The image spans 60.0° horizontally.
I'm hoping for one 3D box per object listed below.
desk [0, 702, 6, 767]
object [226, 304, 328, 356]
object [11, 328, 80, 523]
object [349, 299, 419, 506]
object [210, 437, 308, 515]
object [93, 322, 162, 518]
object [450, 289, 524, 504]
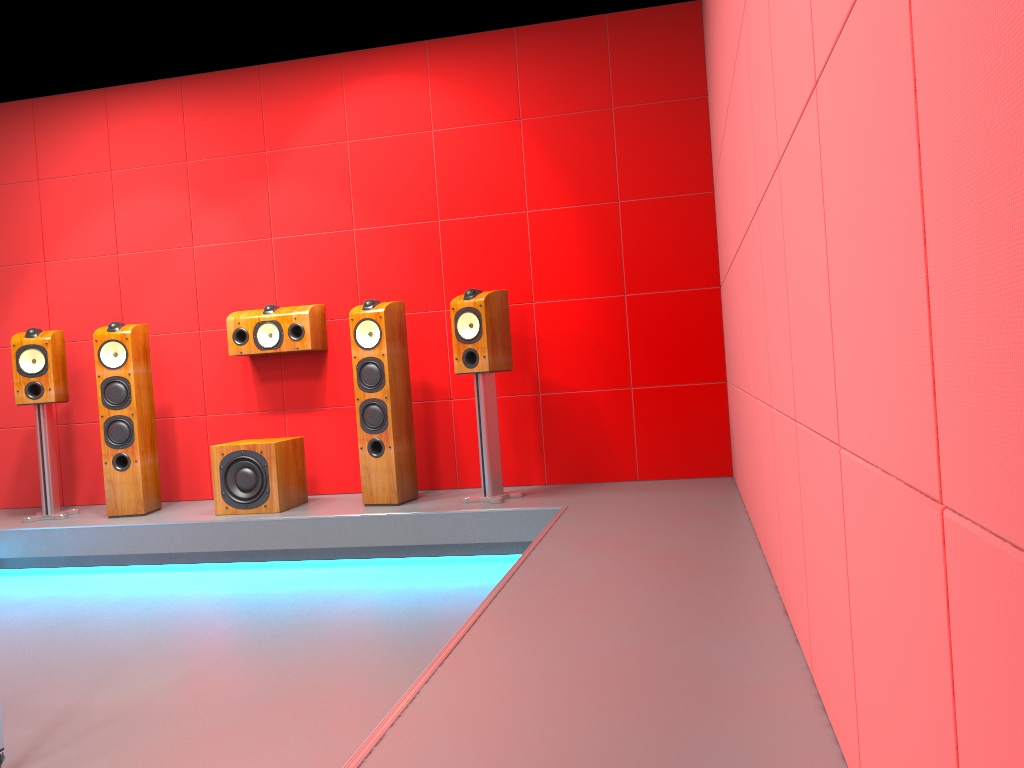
[{"bbox_3d":[-2.068,0.659,2.000,1.617,0.690,0.594,-4,1,11],"label":"desk"},{"bbox_3d":[-1.327,-0.311,5.009,0.493,0.271,0.235,-4,1,11],"label":"object"},{"bbox_3d":[-2.608,0.219,4.948,0.231,1.058,0.265,-4,1,-9],"label":"object"},{"bbox_3d":[-0.664,0.090,4.584,0.203,1.052,0.238,-4,1,21],"label":"object"},{"bbox_3d":[-1.335,0.483,4.702,0.360,0.360,0.360,-4,1,11],"label":"object"},{"bbox_3d":[-2.102,0.188,4.848,0.203,1.052,0.238,-4,1,1],"label":"object"},{"bbox_3d":[-0.131,0.052,4.455,0.231,1.058,0.265,-4,1,31],"label":"object"}]
